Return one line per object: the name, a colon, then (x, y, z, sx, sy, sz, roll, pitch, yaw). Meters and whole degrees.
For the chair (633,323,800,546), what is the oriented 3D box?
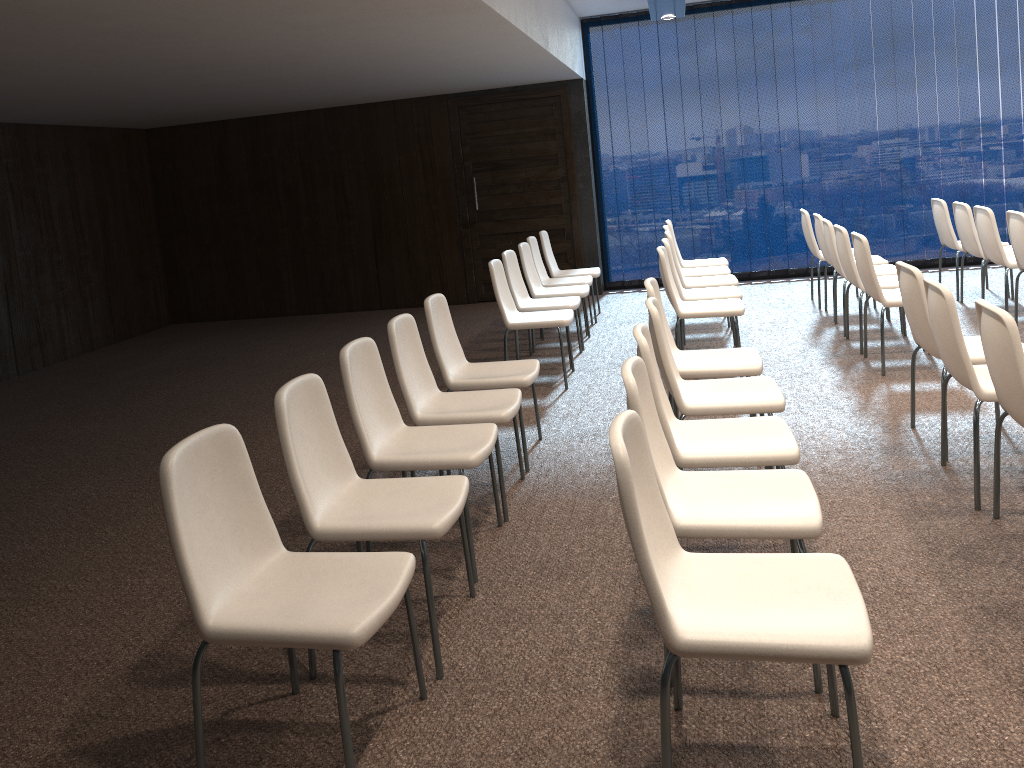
chair: (0.767, 0.214, 3.268, 0.557, 0.885, 0.543, -4, 8, 10)

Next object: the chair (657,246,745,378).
chair: (1.312, -0.517, 6.025, 0.556, 0.885, 0.543, -4, 8, 13)

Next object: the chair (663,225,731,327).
chair: (1.657, -0.984, 7.793, 0.556, 0.885, 0.543, -4, 8, 12)

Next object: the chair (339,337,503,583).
chair: (-0.352, 0.253, 3.554, 0.556, 0.885, 0.543, -4, 8, 11)

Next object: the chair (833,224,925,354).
chair: (2.654, -0.726, 6.342, 0.556, 0.885, 0.543, -4, 8, 11)

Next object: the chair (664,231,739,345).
chair: (1.568, -0.828, 7.190, 0.557, 0.885, 0.543, -4, 8, 11)

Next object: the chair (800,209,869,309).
chair: (2.993, -1.198, 8.129, 0.556, 0.885, 0.543, -4, 8, 13)

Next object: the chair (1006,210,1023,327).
chair: (3.810, -0.786, 6.128, 0.556, 0.885, 0.543, -4, 8, 12)

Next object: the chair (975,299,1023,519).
chair: (1.978, 0.140, 3.085, 0.556, 0.885, 0.543, -4, 8, 13)

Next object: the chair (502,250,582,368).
chair: (0.248, -0.616, 6.855, 0.556, 0.885, 0.543, -4, 8, 14)

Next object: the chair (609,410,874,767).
chair: (0.552, 0.520, 2.106, 0.556, 0.885, 0.543, -4, 8, 14)

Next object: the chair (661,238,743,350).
chair: (1.440, -0.667, 6.585, 0.557, 0.885, 0.543, -4, 8, 11)

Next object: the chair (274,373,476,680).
chair: (-0.440, 0.412, 2.942, 0.557, 0.885, 0.543, -4, 8, 10)

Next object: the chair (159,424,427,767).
chair: (-0.571, 0.567, 2.363, 0.556, 0.885, 0.543, -4, 8, 14)

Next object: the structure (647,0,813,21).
structure: (7.121, -3.187, 3.950, 13.116, 0.226, 8.278, -3, 14, 11)

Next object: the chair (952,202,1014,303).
chair: (4.007, -1.088, 7.278, 0.557, 0.885, 0.543, -4, 8, 10)

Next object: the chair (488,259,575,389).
chair: (0.158, -0.458, 6.246, 0.557, 0.885, 0.543, -4, 8, 10)

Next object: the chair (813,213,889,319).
chair: (2.905, -1.038, 7.514, 0.556, 0.885, 0.543, -4, 8, 13)

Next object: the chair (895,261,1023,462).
chair: (2.188, -0.160, 4.225, 0.557, 0.885, 0.543, -4, 8, 10)

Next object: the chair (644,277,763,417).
chair: (0.994, -0.109, 4.490, 0.556, 0.885, 0.543, -4, 8, 13)

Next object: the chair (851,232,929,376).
chair: (2.551, -0.568, 5.741, 0.557, 0.885, 0.543, -4, 8, 11)

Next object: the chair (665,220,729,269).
chair: (1.785, -1.143, 8.387, 0.556, 0.885, 0.543, -4, 8, 12)

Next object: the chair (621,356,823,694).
chair: (0.656, 0.362, 2.705, 0.556, 0.885, 0.543, -4, 8, 13)

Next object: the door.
door: (0.073, -2.164, 10.143, 1.397, 2.367, 0.274, -4, 6, 11)

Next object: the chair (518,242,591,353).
chair: (0.375, -0.774, 7.445, 0.556, 0.885, 0.543, -4, 8, 12)

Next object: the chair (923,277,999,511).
chair: (2.060, -0.011, 3.667, 0.556, 0.885, 0.543, -4, 8, 13)

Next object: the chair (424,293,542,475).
chair: (-0.138, -0.049, 4.699, 0.557, 0.885, 0.543, -4, 8, 11)

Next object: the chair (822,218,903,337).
chair: (2.768, -0.877, 6.914, 0.556, 0.885, 0.543, -4, 8, 14)

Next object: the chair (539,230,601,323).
chair: (0.585, -1.075, 8.589, 0.557, 0.885, 0.543, -4, 8, 11)

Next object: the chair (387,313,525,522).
chair: (-0.243, 0.109, 4.094, 0.557, 0.885, 0.543, -4, 8, 10)

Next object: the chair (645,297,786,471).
chair: (0.905, 0.052, 3.869, 0.557, 0.885, 0.543, -4, 8, 10)

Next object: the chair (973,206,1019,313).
chair: (3.898, -0.944, 6.737, 0.557, 0.885, 0.543, -4, 8, 11)

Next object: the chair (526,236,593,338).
chair: (0.456, -0.924, 8.026, 0.556, 0.885, 0.543, -4, 8, 11)

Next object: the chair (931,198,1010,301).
chair: (4.112, -1.247, 7.883, 0.557, 0.885, 0.543, -4, 8, 11)
